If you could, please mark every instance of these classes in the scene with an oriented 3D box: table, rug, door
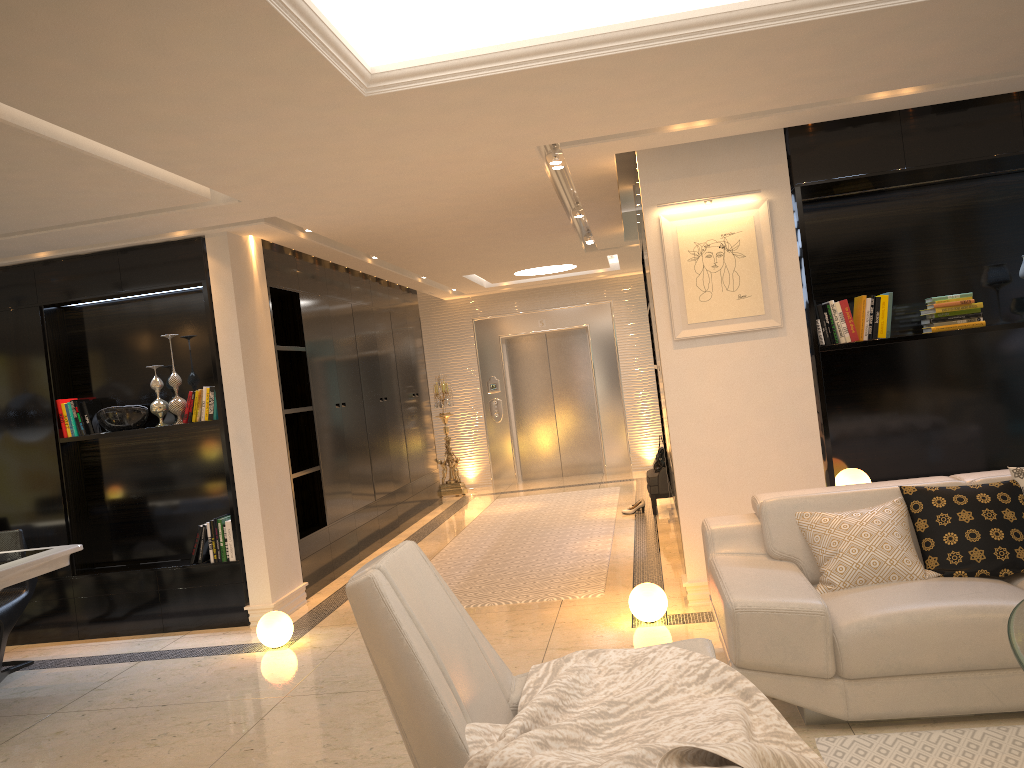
[{"bbox_3d":[-4.071,1.517,4.864,3.031,0.759,1.293,-7,0,8],"label":"table"},{"bbox_3d":[1.675,0.921,1.710,0.999,0.565,2.140,-7,0,7],"label":"table"},{"bbox_3d":[1.698,1.216,1.689,1.661,0.020,2.900,-7,0,8],"label":"rug"},{"bbox_3d":[-2.959,-5.261,3.000,83.408,24.296,83.408,-7,0,30],"label":"door"},{"bbox_3d":[0.190,1.366,8.180,1.526,0.015,5.025,-7,0,8],"label":"rug"}]

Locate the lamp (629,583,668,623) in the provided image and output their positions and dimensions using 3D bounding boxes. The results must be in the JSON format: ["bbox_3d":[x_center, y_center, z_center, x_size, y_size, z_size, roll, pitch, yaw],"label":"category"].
[{"bbox_3d":[0.755,1.211,4.919,0.212,0.214,0.213,-7,0,-42],"label":"lamp"}]

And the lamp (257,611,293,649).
[{"bbox_3d":[-1.421,1.471,5.321,0.212,0.214,0.213,-7,0,-42],"label":"lamp"}]

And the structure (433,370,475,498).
[{"bbox_3d":[-0.729,0.613,11.811,0.382,1.715,0.811,-7,0,32],"label":"structure"}]

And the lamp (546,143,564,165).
[{"bbox_3d":[0.254,-1.366,5.262,0.107,0.127,0.107,-7,0,-10],"label":"lamp"}]

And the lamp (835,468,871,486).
[{"bbox_3d":[2.032,0.609,5.292,0.212,0.214,0.213,-7,0,-42],"label":"lamp"}]

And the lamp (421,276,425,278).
[{"bbox_3d":[-0.972,-1.240,9.844,0.107,0.127,0.107,-7,0,27],"label":"lamp"}]

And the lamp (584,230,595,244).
[{"bbox_3d":[0.756,-1.443,8.687,0.107,0.127,0.235,-7,0,8],"label":"lamp"}]

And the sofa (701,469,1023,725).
[{"bbox_3d":[2.013,0.794,3.643,2.328,0.754,1.145,-7,0,8],"label":"sofa"}]

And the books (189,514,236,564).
[{"bbox_3d":[-2.014,1.053,6.059,0.345,0.296,0.222,-7,0,8],"label":"books"}]

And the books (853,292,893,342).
[{"bbox_3d":[2.098,-0.387,5.166,0.210,0.261,0.212,-7,0,8],"label":"books"}]

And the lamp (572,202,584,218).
[{"bbox_3d":[0.535,-1.409,7.171,0.107,0.127,0.107,-7,0,-10],"label":"lamp"}]

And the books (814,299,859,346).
[{"bbox_3d":[1.869,-0.364,5.195,0.240,0.270,0.208,-7,0,8],"label":"books"}]

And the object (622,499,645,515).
[{"bbox_3d":[1.170,1.187,8.560,0.235,0.135,0.084,-7,0,10],"label":"object"}]

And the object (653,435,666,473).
[{"bbox_3d":[1.439,0.669,8.619,0.168,0.345,0.366,-7,0,7],"label":"object"}]

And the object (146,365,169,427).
[{"bbox_3d":[-2.441,0.084,6.122,0.121,0.416,0.121,-7,0,4],"label":"object"}]

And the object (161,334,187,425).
[{"bbox_3d":[-2.308,-0.030,6.073,0.121,0.612,0.121,-7,0,4],"label":"object"}]

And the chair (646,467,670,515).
[{"bbox_3d":[1.631,0.744,8.580,0.702,0.898,0.625,-7,0,10],"label":"chair"}]

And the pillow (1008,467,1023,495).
[{"bbox_3d":[2.389,0.527,3.673,0.526,0.399,0.255,-7,0,8],"label":"pillow"}]

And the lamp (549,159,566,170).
[{"bbox_3d":[0.273,-1.369,5.389,0.107,0.127,0.107,-7,0,-10],"label":"lamp"}]

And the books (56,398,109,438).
[{"bbox_3d":[-3.000,0.228,6.196,0.236,0.270,0.210,-7,0,8],"label":"books"}]

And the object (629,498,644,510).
[{"bbox_3d":[1.235,1.178,8.742,0.084,0.135,0.235,-7,0,-34],"label":"object"}]

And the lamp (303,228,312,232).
[{"bbox_3d":[-1.464,-1.165,6.409,0.107,0.127,0.107,-7,0,-10],"label":"lamp"}]

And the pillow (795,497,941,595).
[{"bbox_3d":[1.488,0.684,3.753,0.521,0.329,0.351,-7,0,8],"label":"pillow"}]

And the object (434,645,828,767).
[{"bbox_3d":[0.167,1.102,2.197,1.347,0.580,0.972,-7,0,-45],"label":"object"}]

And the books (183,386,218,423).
[{"bbox_3d":[-2.093,0.135,6.064,0.290,0.238,0.189,-7,0,7],"label":"books"}]

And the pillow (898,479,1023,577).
[{"bbox_3d":[1.935,0.596,3.697,0.524,0.355,0.323,-7,0,9],"label":"pillow"}]

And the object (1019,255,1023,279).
[{"bbox_3d":[3.037,-0.561,5.108,0.181,0.381,0.181,-7,0,2],"label":"object"}]

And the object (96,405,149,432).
[{"bbox_3d":[-2.691,0.240,6.135,0.375,0.177,0.193,-7,0,9],"label":"object"}]

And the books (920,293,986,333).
[{"bbox_3d":[2.541,-0.411,5.125,0.296,0.197,0.260,-7,0,11],"label":"books"}]

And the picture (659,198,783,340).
[{"bbox_3d":[1.189,-0.650,5.056,0.610,0.729,0.027,-7,0,8],"label":"picture"}]

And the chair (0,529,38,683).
[{"bbox_3d":[-3.246,1.366,5.409,0.523,0.858,0.496,-7,0,8],"label":"chair"}]

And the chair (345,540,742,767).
[{"bbox_3d":[0.120,0.908,2.408,0.983,0.991,1.027,-7,0,8],"label":"chair"}]

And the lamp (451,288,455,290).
[{"bbox_3d":[-0.742,-1.275,11.449,0.107,0.127,0.107,-7,0,-10],"label":"lamp"}]

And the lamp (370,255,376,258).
[{"bbox_3d":[-1.235,-1.200,8.014,0.107,0.127,0.107,-7,0,-10],"label":"lamp"}]
